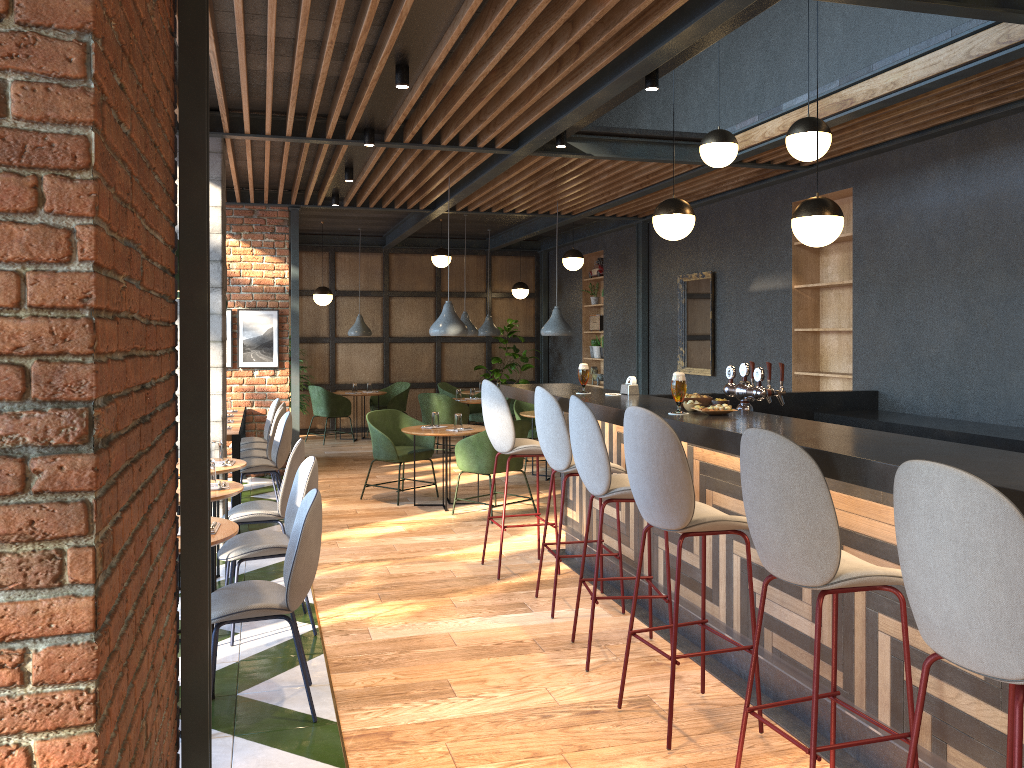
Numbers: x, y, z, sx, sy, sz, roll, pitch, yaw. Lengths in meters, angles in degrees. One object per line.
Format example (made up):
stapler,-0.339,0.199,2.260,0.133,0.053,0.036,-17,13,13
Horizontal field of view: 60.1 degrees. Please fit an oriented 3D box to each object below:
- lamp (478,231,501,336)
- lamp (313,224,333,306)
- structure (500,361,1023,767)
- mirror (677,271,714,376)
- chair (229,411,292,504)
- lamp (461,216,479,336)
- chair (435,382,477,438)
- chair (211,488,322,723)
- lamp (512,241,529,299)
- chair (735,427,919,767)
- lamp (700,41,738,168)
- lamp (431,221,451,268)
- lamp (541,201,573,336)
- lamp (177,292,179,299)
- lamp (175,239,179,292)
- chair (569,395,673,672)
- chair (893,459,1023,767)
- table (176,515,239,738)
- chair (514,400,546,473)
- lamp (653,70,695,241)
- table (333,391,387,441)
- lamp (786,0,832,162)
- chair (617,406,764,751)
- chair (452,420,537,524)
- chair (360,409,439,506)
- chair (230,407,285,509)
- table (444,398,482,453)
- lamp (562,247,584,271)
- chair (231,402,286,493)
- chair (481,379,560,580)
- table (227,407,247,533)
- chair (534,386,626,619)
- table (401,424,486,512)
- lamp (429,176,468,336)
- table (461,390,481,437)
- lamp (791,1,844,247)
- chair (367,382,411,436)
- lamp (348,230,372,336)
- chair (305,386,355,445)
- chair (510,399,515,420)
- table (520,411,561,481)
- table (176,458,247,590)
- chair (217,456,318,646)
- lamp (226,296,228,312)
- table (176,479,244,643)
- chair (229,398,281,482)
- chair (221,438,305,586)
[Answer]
lamp,-0.348,-2.961,13.147,0.353,4.489,0.353,0,0,19
lamp,-2.617,-2.976,12.234,0.268,3.793,0.268,0,0,27
structure,1.983,0.589,4.292,2.917,1.395,4.925,-1,3,-16
mirror,1.982,-0.645,9.536,0.061,1.085,0.769,0,1,-16
chair,-2.094,0.680,7.392,0.507,0.887,0.418,0,1,-20
lamp,-0.612,-2.871,11.500,0.353,4.489,0.353,0,0,19
chair,-0.827,0.387,13.327,0.515,0.818,0.639,0,1,16
chair,-1.032,0.885,3.614,0.507,0.887,0.418,0,1,-15
lamp,0.128,-3.215,13.761,0.268,3.793,0.268,0,0,27
chair,0.973,0.750,2.767,0.507,1.243,0.418,0,1,-18
lamp,1.463,-3.429,6.265,0.268,3.793,0.268,0,0,-10
lamp,-0.962,-3.473,12.013,0.268,3.793,0.268,0,0,-36
lamp,0.481,-2.765,9.534,0.353,4.489,0.353,0,0,19
lamp,-1.966,-1.524,5.319,0.224,2.021,0.224,0,0,-12
lamp,-1.724,-1.478,4.461,0.224,2.021,0.224,0,0,-12
chair,0.527,0.671,4.229,0.507,1.243,0.418,0,1,-5
chair,1.160,0.789,2.058,0.507,1.243,0.418,0,1,-16
table,-1.444,0.962,3.502,0.699,0.747,0.700,1,2,31
chair,0.326,0.560,10.134,0.638,0.818,0.515,-1,1,-16
lamp,1.029,-2.811,5.638,0.268,3.793,0.268,0,0,-14
table,-2.244,0.472,13.025,0.807,0.687,0.808,1,2,24
lamp,1.816,-3.262,5.424,0.268,3.793,0.268,0,0,39
chair,0.695,0.701,3.483,0.507,1.243,0.418,0,1,-20
chair,-0.155,0.703,7.538,0.515,0.818,0.639,1,2,44
chair,-1.044,0.663,8.293,0.515,0.818,0.639,1,2,39
chair,-2.290,0.651,7.933,0.507,0.887,0.418,0,1,-10
table,-0.599,0.551,11.531,0.807,0.687,0.808,1,2,26
lamp,0.758,-3.303,11.001,0.268,3.793,0.268,0,1,-44
chair,-2.424,0.620,8.491,0.507,0.887,0.418,0,1,-9
chair,0.056,0.587,5.769,0.507,1.243,0.418,0,1,-16
table,-2.788,0.704,8.085,0.658,0.765,2.775,-1,3,-16
chair,0.382,0.629,5.000,0.507,1.243,0.418,0,1,-10
table,-0.589,0.746,7.968,0.807,0.687,0.808,0,2,15
lamp,-0.573,-2.677,7.961,0.353,4.489,0.353,0,0,19
table,-0.361,0.461,13.164,0.807,0.687,0.808,-1,2,-16
lamp,1.636,-2.631,4.742,0.268,3.793,0.268,0,0,-25
chair,-1.841,0.386,13.382,0.515,0.818,0.639,-1,2,-41
lamp,-2.236,-2.949,12.986,0.353,4.489,0.353,0,0,19
chair,-2.608,0.425,12.693,0.515,0.818,0.639,-1,2,-41
chair,0.144,0.405,12.978,0.515,0.818,0.639,0,1,21
table,0.487,0.658,9.545,0.807,0.687,0.808,1,2,33
table,-1.962,0.862,5.336,0.699,0.747,0.700,0,2,-6
chair,-1.265,0.831,4.602,0.507,0.887,0.418,0,1,-20
lamp,-3.000,-1.723,8.980,0.224,2.021,0.224,0,0,-12
table,-1.720,0.909,4.478,0.699,0.747,0.700,1,2,26
chair,-2.612,0.593,9.006,0.507,0.887,0.418,0,1,-20
chair,-1.535,0.785,5.451,0.507,0.887,0.418,0,1,-10
